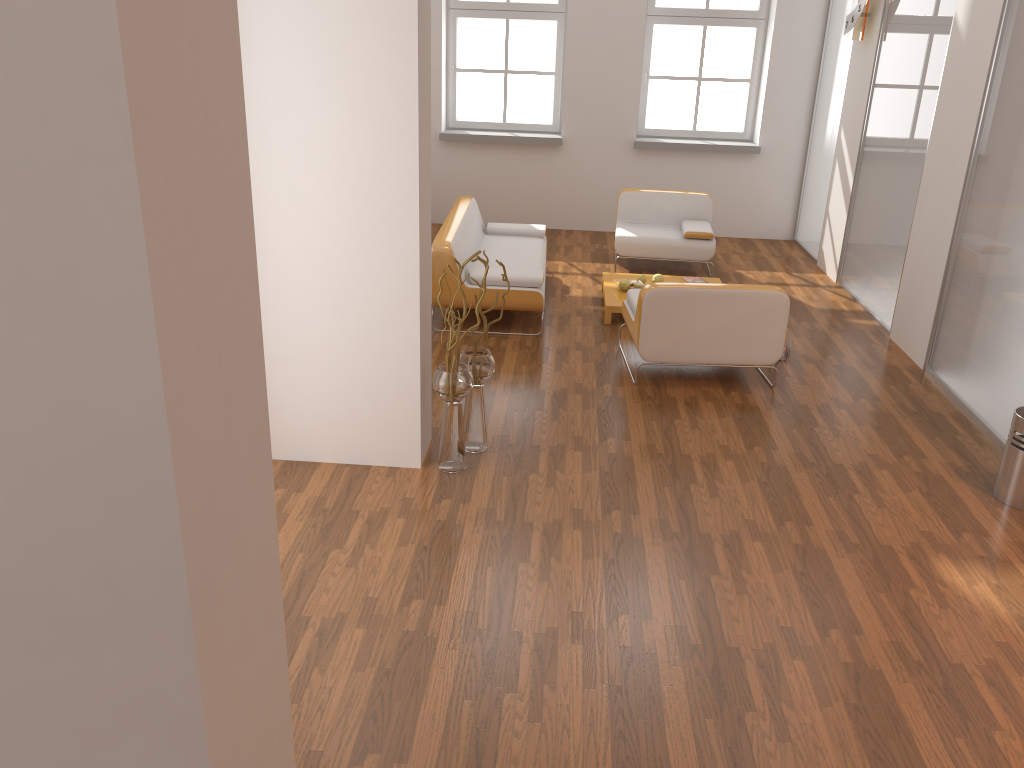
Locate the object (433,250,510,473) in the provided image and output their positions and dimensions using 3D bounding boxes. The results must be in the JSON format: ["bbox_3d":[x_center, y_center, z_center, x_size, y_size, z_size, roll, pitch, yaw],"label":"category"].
[{"bbox_3d":[-0.255,-0.101,4.339,0.284,1.112,0.655,12,24,23],"label":"object"}]

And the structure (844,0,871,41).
[{"bbox_3d":[3.019,-3.348,7.535,0.125,0.800,0.605,3,22,3],"label":"structure"}]

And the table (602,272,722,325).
[{"bbox_3d":[1.244,-0.684,7.202,1.000,0.150,1.000,3,22,3],"label":"table"}]

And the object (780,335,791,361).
[{"bbox_3d":[1.861,-0.314,6.250,0.189,0.217,0.281,7,22,12],"label":"object"}]

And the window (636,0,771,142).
[{"bbox_3d":[2.035,-3.511,9.526,1.308,1.737,0.142,3,22,3],"label":"window"}]

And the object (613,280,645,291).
[{"bbox_3d":[0.948,-0.792,7.178,0.227,0.048,0.227,-1,22,-7],"label":"object"}]

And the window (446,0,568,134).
[{"bbox_3d":[-0.064,-3.631,9.642,1.308,1.737,0.142,3,22,3],"label":"window"}]

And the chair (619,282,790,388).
[{"bbox_3d":[1.238,-0.429,5.882,0.923,0.661,0.825,1,22,-1],"label":"chair"}]

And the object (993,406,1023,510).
[{"bbox_3d":[2.531,0.361,4.316,0.248,0.450,0.248,-17,29,-39],"label":"object"}]

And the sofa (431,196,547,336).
[{"bbox_3d":[-0.130,-1.045,7.300,0.825,0.661,2.010,3,22,2],"label":"sofa"}]

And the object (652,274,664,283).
[{"bbox_3d":[1.204,-0.863,7.320,0.105,0.091,0.103,1,22,-2],"label":"object"}]

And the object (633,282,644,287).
[{"bbox_3d":[1.017,-0.782,7.142,0.091,0.065,0.092,-13,26,-32],"label":"object"}]

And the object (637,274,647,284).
[{"bbox_3d":[1.074,-0.868,7.327,0.080,0.087,0.094,15,25,28],"label":"object"}]

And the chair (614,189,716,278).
[{"bbox_3d":[1.446,-1.451,8.441,0.923,0.661,0.825,4,22,6],"label":"chair"}]

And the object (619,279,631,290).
[{"bbox_3d":[0.906,-0.795,7.111,0.102,0.095,0.101,-9,24,-25],"label":"object"}]

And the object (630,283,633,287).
[{"bbox_3d":[0.936,-0.805,7.202,0.134,0.037,0.061,6,22,10],"label":"object"}]

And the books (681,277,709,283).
[{"bbox_3d":[1.551,-0.868,7.480,0.171,0.004,0.249,-4,23,-15],"label":"books"}]
